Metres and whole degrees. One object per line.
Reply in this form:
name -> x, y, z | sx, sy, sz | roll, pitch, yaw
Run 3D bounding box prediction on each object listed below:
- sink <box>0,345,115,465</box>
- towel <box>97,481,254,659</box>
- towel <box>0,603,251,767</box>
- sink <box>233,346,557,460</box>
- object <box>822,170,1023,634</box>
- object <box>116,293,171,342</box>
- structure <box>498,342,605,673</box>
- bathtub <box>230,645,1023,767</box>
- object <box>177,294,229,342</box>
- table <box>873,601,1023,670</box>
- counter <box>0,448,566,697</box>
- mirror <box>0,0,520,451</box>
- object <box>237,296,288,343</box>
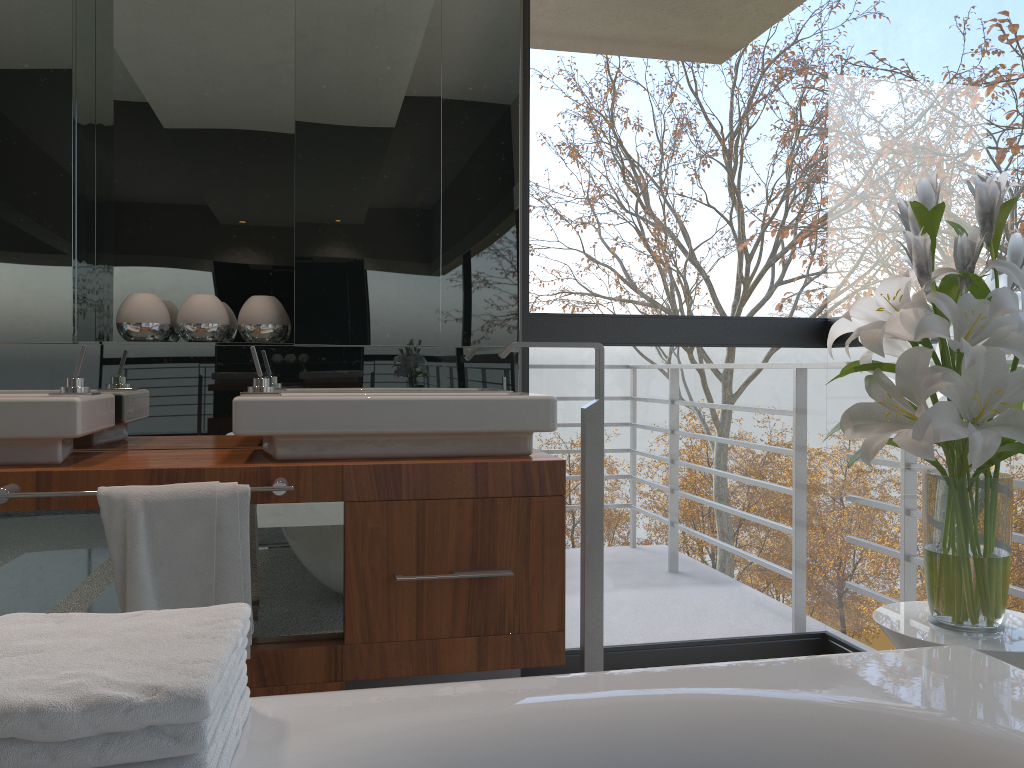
sink -> -1.329, 0.042, 1.989 | 0.750, 0.266, 0.352 | 0, 1, -13
towel -> -0.685, 0.386, 1.806 | 0.302, 0.368, 0.079 | 0, 0, -12
towel -> -0.443, 0.338, 0.911 | 0.305, 0.145, 0.322 | 0, 1, -10
sink -> -0.293, 0.041, 2.220 | 0.750, 0.266, 0.352 | 0, 1, -13
object -> 0.784, 0.019, 1.550 | 0.460, 0.796, 0.450 | 0, 0, 15
object -> -0.994, -0.177, 2.392 | 0.136, 0.130, 0.136 | 1, 1, 30
structure -> 0.115, 0.387, 2.280 | 0.303, 0.988, 0.069 | 0, 0, -13
bathtub -> 0.251, 0.661, 0.251 | 1.327, 0.504, 1.958 | 0, 1, -13
object -> -0.844, -0.177, 2.425 | 0.136, 0.130, 0.136 | 1, 1, 30
table -> 0.792, 0.656, 1.542 | 0.307, 0.478, 0.307 | 0, 1, -29
counter -> -0.817, 0.527, 2.054 | 1.848, 0.704, 0.525 | 0, 1, -13
mirror -> -0.874, -0.628, 2.432 | 1.790, 1.617, 0.253 | 0, 0, -13
object -> -0.690, -0.177, 2.459 | 0.136, 0.130, 0.136 | 1, 1, 30
